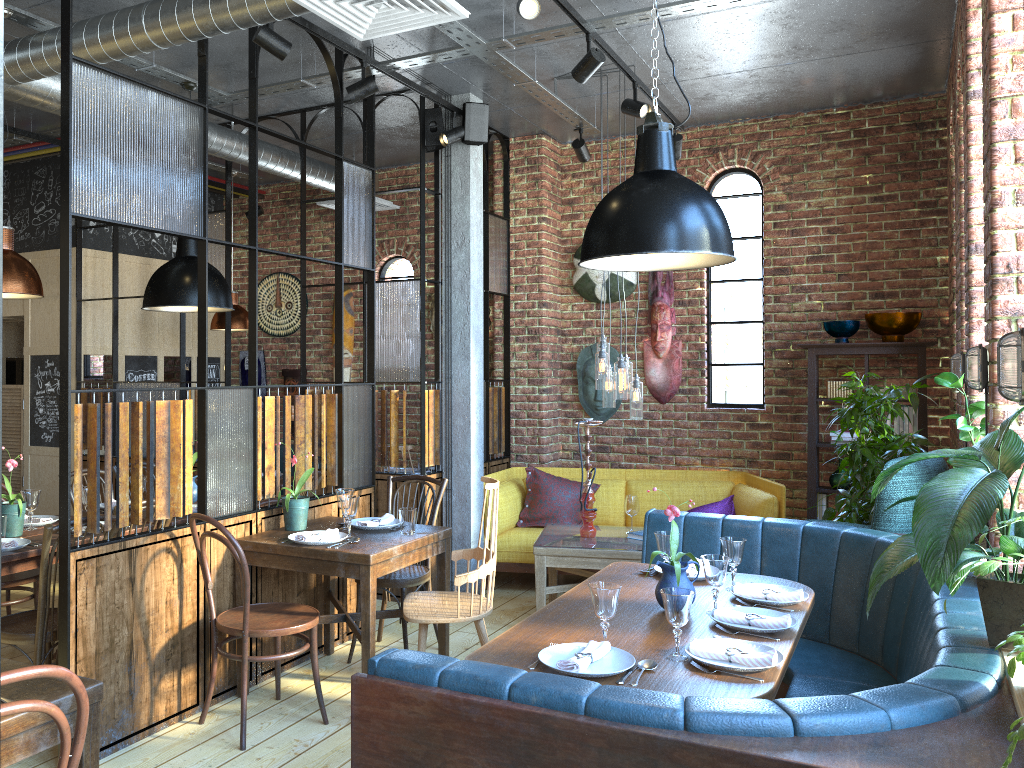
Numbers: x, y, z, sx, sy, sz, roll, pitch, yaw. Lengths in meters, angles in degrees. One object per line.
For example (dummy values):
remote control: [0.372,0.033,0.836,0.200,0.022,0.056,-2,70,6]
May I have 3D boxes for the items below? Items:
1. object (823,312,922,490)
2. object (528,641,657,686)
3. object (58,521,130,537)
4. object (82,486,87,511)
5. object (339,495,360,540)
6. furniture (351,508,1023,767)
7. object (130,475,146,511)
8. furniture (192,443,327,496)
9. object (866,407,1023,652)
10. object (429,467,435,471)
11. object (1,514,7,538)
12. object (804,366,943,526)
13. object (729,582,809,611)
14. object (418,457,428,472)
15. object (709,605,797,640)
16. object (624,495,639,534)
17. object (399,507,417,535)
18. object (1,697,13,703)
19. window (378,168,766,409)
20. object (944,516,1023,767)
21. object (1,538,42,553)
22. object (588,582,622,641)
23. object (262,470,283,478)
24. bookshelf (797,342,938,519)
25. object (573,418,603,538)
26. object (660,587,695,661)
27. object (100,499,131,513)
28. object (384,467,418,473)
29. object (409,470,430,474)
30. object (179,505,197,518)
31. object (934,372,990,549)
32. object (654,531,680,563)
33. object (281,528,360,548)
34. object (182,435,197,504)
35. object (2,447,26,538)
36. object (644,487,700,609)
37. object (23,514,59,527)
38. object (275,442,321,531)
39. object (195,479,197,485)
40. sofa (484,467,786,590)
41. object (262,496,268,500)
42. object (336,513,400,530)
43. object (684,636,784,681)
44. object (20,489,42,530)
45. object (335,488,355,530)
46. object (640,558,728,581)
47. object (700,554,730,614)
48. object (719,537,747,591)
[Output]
object: [2.344,0.422,5.777,0.630,1.761,0.316,0,-1,21]
object: [0.225,0.768,2.470,0.338,0.051,0.258,0,1,30]
object: [-2.040,0.687,4.302,0.281,0.051,0.311,0,1,29]
object: [-2.128,0.615,4.435,0.094,0.192,0.103,0,-1,-44]
object: [-0.749,0.614,4.055,0.096,0.192,0.101,0,0,-17]
furniture: [0.775,1.035,2.850,1.418,0.822,2.512,0,1,25]
object: [-2.069,0.608,4.886,0.094,0.192,0.103,0,-1,-44]
furniture: [-2.485,0.982,7.710,1.499,0.822,1.434,0,0,26]
object: [1.218,0.252,2.183,0.631,0.751,0.705,0,0,25]
object: [-0.520,0.647,6.797,0.338,0.051,0.258,0,1,30]
object: [-2.331,0.656,3.988,0.083,0.119,0.086,0,0,-12]
object: [2.064,0.651,5.003,0.733,1.529,0.850,0,0,4]
object: [0.939,0.755,3.214,0.281,0.051,0.311,0,1,29]
object: [-0.670,0.614,6.638,0.081,0.119,0.088,0,0,-33]
object: [0.792,0.760,2.889,0.281,0.051,0.311,0,1,29]
object: [0.727,0.792,5.350,0.087,0.228,0.094,0,-1,-26]
object: [-0.491,0.647,4.148,0.086,0.119,0.082,0,0,16]
object: [-1.287,0.715,1.954,0.281,0.051,0.311,0,1,29]
window: [1.256,-0.578,3.972,3.393,2.430,8.643,0,1,-10]
object: [0.857,0.411,1.142,0.440,0.483,0.439,0,0,-42]
object: [-2.232,0.693,3.847,0.281,0.051,0.311,0,1,29]
object: [0.276,0.695,2.619,0.094,0.192,0.103,0,-1,-35]
object: [-2.097,0.767,7.520,0.338,0.051,0.258,0,1,30]
bookshelf: [2.335,0.567,5.795,0.848,1.668,0.304,0,-1,27]
object: [0.440,0.557,5.211,0.174,0.704,0.253,0,-1,16]
object: [0.478,0.695,2.544,0.094,0.192,0.103,0,-1,-35]
object: [-2.215,0.678,4.966,0.281,0.051,0.311,0,1,29]
object: [-0.849,0.650,6.678,0.281,0.051,0.311,0,1,29]
object: [-0.660,0.653,6.369,0.338,0.051,0.258,0,1,30]
object: [-1.778,0.678,4.839,0.281,0.051,0.311,0,1,29]
object: [1.800,0.287,3.248,0.489,0.663,0.404,0,0,-40]
object: [0.609,0.682,3.465,0.094,0.192,0.103,0,-1,-35]
object: [-0.862,0.686,3.974,0.338,0.051,0.258,0,1,30]
object: [-1.884,0.486,5.149,0.143,0.431,0.208,-1,-1,45]
object: [-2.375,0.502,4.164,0.141,0.427,0.210,0,-1,-31]
object: [0.570,0.569,3.059,0.143,0.431,0.208,-1,-1,45]
object: [-2.445,0.686,4.455,0.281,0.051,0.311,0,1,29]
object: [-1.044,0.495,4.304,0.200,0.427,0.144,0,-1,-30]
object: [-1.880,0.637,5.309,0.086,0.119,0.083,0,0,9]
sofa: [0.798,1.020,6.186,2.034,0.763,0.775,0,0,12]
object: [-1.604,0.672,5.245,0.281,0.051,0.311,0,1,29]
object: [-0.695,0.680,4.371,0.338,0.051,0.258,0,1,30]
object: [0.641,0.765,2.532,0.281,0.051,0.311,0,1,29]
object: [-2.360,0.617,4.323,0.096,0.192,0.101,0,0,-17]
object: [-0.816,0.611,4.298,0.099,0.192,0.098,0,0,1]
object: [0.699,0.751,3.587,0.338,0.051,0.258,0,1,30]
object: [0.694,0.688,3.010,0.094,0.192,0.103,0,-1,-35]
object: [0.837,0.683,3.335,0.094,0.192,0.103,0,-1,-35]
